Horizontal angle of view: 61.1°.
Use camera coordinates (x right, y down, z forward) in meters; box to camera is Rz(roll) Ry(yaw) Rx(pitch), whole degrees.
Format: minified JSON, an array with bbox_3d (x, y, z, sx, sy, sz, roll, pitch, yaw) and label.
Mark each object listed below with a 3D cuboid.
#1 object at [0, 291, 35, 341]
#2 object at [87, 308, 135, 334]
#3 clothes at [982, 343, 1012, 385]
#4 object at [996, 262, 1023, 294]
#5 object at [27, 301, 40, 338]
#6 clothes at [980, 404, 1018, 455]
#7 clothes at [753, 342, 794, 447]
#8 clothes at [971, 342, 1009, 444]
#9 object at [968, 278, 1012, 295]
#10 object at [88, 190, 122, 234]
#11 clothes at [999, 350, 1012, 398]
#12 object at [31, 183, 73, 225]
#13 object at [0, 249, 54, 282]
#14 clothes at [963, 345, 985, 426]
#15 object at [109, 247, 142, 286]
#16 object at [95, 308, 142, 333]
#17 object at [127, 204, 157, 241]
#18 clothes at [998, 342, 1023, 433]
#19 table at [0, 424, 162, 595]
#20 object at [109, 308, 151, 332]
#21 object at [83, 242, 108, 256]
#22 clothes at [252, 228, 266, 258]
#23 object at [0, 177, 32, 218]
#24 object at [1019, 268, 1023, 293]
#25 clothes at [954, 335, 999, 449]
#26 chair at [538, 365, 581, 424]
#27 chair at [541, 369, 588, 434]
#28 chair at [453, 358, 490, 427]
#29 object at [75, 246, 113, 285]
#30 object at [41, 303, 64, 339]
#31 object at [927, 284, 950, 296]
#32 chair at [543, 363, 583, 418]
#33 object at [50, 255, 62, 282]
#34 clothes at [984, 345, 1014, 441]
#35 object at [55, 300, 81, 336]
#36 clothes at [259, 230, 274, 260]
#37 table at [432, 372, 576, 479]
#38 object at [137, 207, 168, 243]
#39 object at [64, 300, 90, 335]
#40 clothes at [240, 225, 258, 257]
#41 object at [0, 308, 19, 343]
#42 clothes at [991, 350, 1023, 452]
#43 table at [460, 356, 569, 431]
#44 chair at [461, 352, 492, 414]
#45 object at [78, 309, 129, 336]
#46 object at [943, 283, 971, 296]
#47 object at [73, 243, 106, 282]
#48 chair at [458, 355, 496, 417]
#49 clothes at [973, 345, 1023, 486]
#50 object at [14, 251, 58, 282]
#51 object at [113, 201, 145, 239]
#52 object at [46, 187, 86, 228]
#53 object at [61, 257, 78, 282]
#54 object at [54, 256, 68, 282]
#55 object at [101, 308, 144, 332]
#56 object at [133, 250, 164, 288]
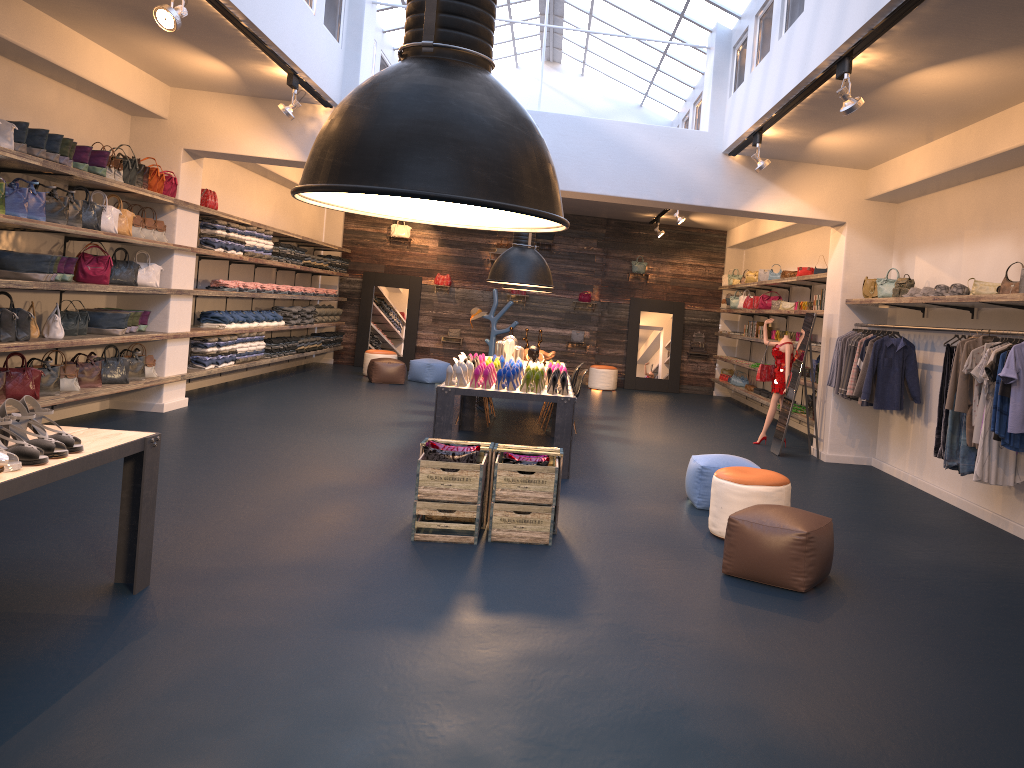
[{"bbox_3d":[-4.032,-0.544,6.901,0.440,0.385,0.186,5,1,-12],"label":"object"},{"bbox_3d":[-4.012,-0.623,8.674,0.447,0.235,0.166,3,3,-28],"label":"object"},{"bbox_3d":[3.900,-0.018,6.726,0.530,0.585,0.076,5,1,-7],"label":"clothes"},{"bbox_3d":[4.154,-0.861,7.173,0.110,0.299,0.272,5,3,-29],"label":"object"},{"bbox_3d":[-4.090,-0.549,7.352,0.166,0.309,0.315,4,3,-33],"label":"object"},{"bbox_3d":[3.890,0.175,6.886,0.335,0.876,0.091,5,1,-5],"label":"clothes"},{"bbox_3d":[3.468,0.127,11.292,0.482,1.384,0.332,5,1,-17],"label":"clothes"},{"bbox_3d":[3.896,0.080,6.939,0.517,0.831,0.140,5,1,-3],"label":"clothes"},{"bbox_3d":[4.108,-0.828,7.489,0.336,0.174,0.249,9,5,39],"label":"object"},{"bbox_3d":[-3.834,-1.599,8.038,0.179,0.385,0.458,6,3,36],"label":"object"},{"bbox_3d":[3.871,-0.055,6.541,0.465,0.371,0.135,5,1,-7],"label":"clothes"},{"bbox_3d":[-3.861,-1.496,7.195,0.406,0.338,0.200,3,3,-36],"label":"object"},{"bbox_3d":[-3.913,-0.942,6.936,0.442,0.231,0.168,4,3,-22],"label":"object"},{"bbox_3d":[3.902,0.021,7.027,0.560,0.685,0.114,5,1,-8],"label":"clothes"},{"bbox_3d":[-3.990,-1.198,8.845,0.179,0.385,0.456,6,3,33],"label":"object"},{"bbox_3d":[-4.020,-0.641,8.861,0.444,0.235,0.167,3,3,-24],"label":"object"},{"bbox_3d":[-3.862,-1.668,8.939,0.165,0.366,0.414,6,3,40],"label":"object"},{"bbox_3d":[3.883,0.029,6.443,0.560,0.699,0.121,5,1,-8],"label":"clothes"},{"bbox_3d":[-2.401,0.662,2.886,1.247,0.739,2.521,5,5,0],"label":"table"},{"bbox_3d":[-4.075,-0.678,9.217,0.442,0.235,0.168,4,3,-23],"label":"object"},{"bbox_3d":[-4.036,-1.177,8.399,0.316,0.410,0.126,4,2,-33],"label":"object"},{"bbox_3d":[-3.605,-1.964,12.030,0.263,0.455,0.342,6,2,12],"label":"clothes"},{"bbox_3d":[-3.915,-1.440,6.693,0.176,0.304,0.399,6,3,29],"label":"object"},{"bbox_3d":[4.133,-0.797,6.832,0.085,0.229,0.254,4,3,-43],"label":"object"},{"bbox_3d":[3.903,0.069,7.178,0.535,0.946,0.179,5,1,-10],"label":"clothes"},{"bbox_3d":[0.618,0.129,11.573,0.553,0.800,0.459,5,2,-4],"label":"chair"},{"bbox_3d":[0.654,0.192,10.908,0.561,0.800,0.452,5,2,-10],"label":"chair"},{"bbox_3d":[-0.489,0.096,10.787,0.553,0.800,0.459,5,2,-4],"label":"chair"},{"bbox_3d":[-3.921,-1.119,8.147,0.207,0.361,0.261,6,2,24],"label":"object"},{"bbox_3d":[-3.966,-0.552,7.515,0.166,0.309,0.315,4,3,-33],"label":"object"},{"bbox_3d":[4.111,-0.886,8.325,0.235,0.136,0.178,7,4,17],"label":"object"},{"bbox_3d":[0.710,0.077,12.240,0.549,0.800,0.463,5,2,-2],"label":"chair"},{"bbox_3d":[-4.020,-0.979,7.257,0.446,0.235,0.166,3,3,-28],"label":"object"},{"bbox_3d":[3.883,0.079,6.666,0.568,0.751,0.137,5,1,-4],"label":"clothes"},{"bbox_3d":[-4.019,-0.594,7.831,0.100,0.328,0.255,6,2,44],"label":"object"},{"bbox_3d":[-3.590,-1.996,12.389,0.263,0.455,0.342,6,2,12],"label":"clothes"},{"bbox_3d":[-0.022,0.331,8.998,1.247,0.739,2.521,5,5,0],"label":"table"},{"bbox_3d":[-3.851,-1.690,9.191,0.165,0.366,0.414,6,3,40],"label":"object"},{"bbox_3d":[-4.016,-0.608,7.994,0.100,0.328,0.255,6,2,44],"label":"object"},{"bbox_3d":[-3.619,-1.936,11.704,0.263,0.455,0.342,6,2,12],"label":"clothes"},{"bbox_3d":[-4.020,-0.523,6.681,0.431,0.385,0.190,5,1,-4],"label":"object"},{"bbox_3d":[3.884,0.134,6.563,0.498,0.769,0.122,5,1,-8],"label":"clothes"},{"bbox_3d":[0.087,0.112,11.530,1.247,0.739,2.521,5,5,0],"label":"table"},{"bbox_3d":[-0.471,-0.023,12.116,0.553,0.800,0.459,5,2,-4],"label":"chair"},{"bbox_3d":[-3.922,-0.586,8.330,0.442,0.231,0.168,4,3,-23],"label":"object"},{"bbox_3d":[4.097,-0.858,8.001,0.235,0.136,0.178,7,4,17],"label":"object"},{"bbox_3d":[-3.998,-1.148,8.261,0.217,0.384,0.265,6,2,20],"label":"object"},{"bbox_3d":[-0.458,0.039,11.450,0.540,0.800,0.471,5,2,5],"label":"chair"},{"bbox_3d":[3.886,0.255,6.826,0.510,1.108,0.127,5,1,-8],"label":"clothes"},{"bbox_3d":[-3.964,-0.961,7.089,0.448,0.231,0.166,3,3,-30],"label":"object"},{"bbox_3d":[-3.874,-1.644,8.662,0.165,0.366,0.414,6,3,40],"label":"object"},{"bbox_3d":[-3.845,-1.518,7.443,0.200,0.338,0.406,7,3,39],"label":"object"},{"bbox_3d":[-4.140,-1.038,7.779,0.441,0.235,0.168,4,3,-22],"label":"object"},{"bbox_3d":[-4.130,-1.018,7.577,0.446,0.235,0.166,3,3,-28],"label":"object"},{"bbox_3d":[-4.074,-0.661,9.026,0.447,0.235,0.166,3,3,-28],"label":"object"},{"bbox_3d":[-3.906,-1.219,9.163,0.178,0.385,0.460,6,3,42],"label":"object"}]
